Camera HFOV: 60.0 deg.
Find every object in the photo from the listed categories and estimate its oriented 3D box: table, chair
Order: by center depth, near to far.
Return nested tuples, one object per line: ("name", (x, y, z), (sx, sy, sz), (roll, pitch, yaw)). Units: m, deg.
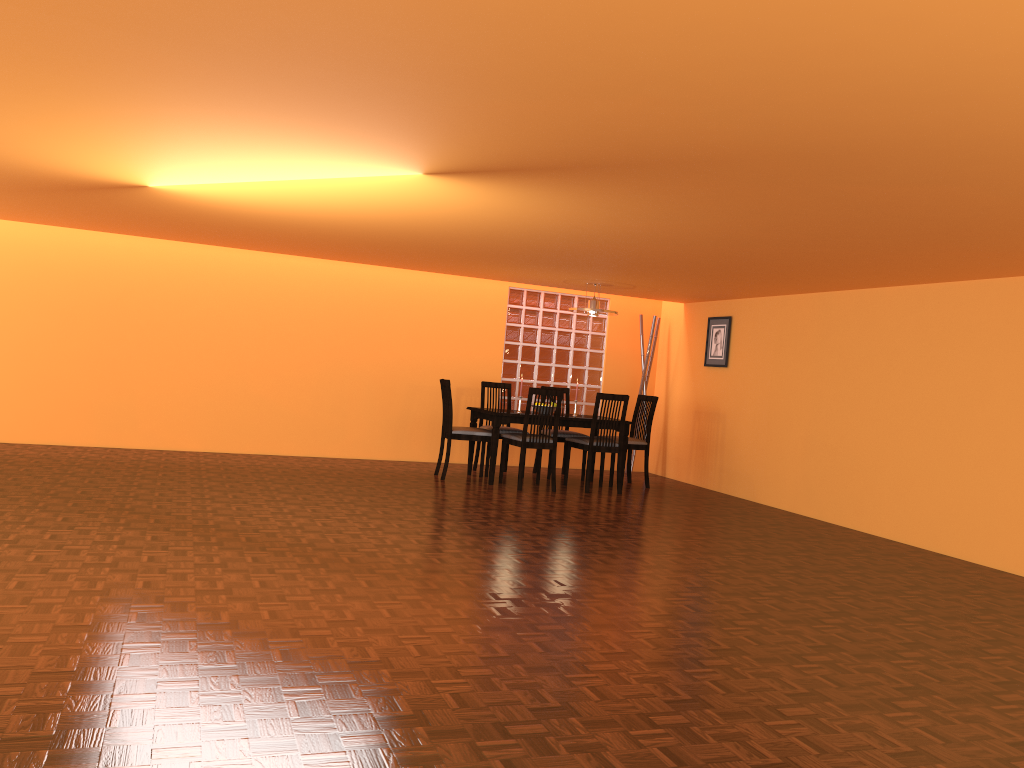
("chair", (0.162, 0.428, 7.059), (0.373, 0.809, 0.465), (5, 1, -20))
("chair", (0.701, 0.472, 7.260), (0.373, 0.809, 0.465), (5, 1, -20))
("chair", (-0.382, 0.379, 7.262), (0.465, 0.809, 0.373), (5, 1, -15))
("table", (0.294, 0.547, 7.490), (1.259, 0.584, 0.697), (5, 1, -20))
("chair", (0.987, 0.489, 7.764), (0.465, 0.809, 0.373), (4, 1, -25))
("chair", (-0.102, 0.396, 7.777), (0.373, 0.809, 0.465), (5, 1, -20))
("chair", (0.437, 0.439, 7.978), (0.373, 0.809, 0.465), (5, 1, -20))

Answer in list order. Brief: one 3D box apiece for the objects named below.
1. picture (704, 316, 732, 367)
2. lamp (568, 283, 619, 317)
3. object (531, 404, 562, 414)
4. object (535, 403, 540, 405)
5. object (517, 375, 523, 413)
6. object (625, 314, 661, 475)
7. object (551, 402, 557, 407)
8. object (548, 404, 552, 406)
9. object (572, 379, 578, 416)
("picture", (1.861, -0.381, 8.030), (0.014, 0.456, 0.361), (5, 1, -20))
("lamp", (0.702, -0.718, 7.583), (0.435, 0.274, 0.435), (5, 1, 2))
("object", (0.279, 0.216, 7.483), (0.337, 0.072, 0.337), (5, 1, 36))
("object", (0.216, 0.177, 7.413), (0.055, 0.046, 0.046), (4, 1, -37))
("object", (0.074, 0.074, 7.313), (0.044, 0.326, 0.044), (4, 1, -32))
("object", (1.299, 0.114, 8.712), (0.226, 1.589, 0.308), (5, 1, 2))
("object", (0.349, 0.186, 7.510), (0.069, 0.066, 0.069), (5, 1, -11))
("object", (0.319, 0.198, 7.436), (0.066, 0.070, 0.055), (4, 1, -39))
("object", (0.551, 0.111, 7.581), (0.044, 0.326, 0.044), (4, 1, -32))
